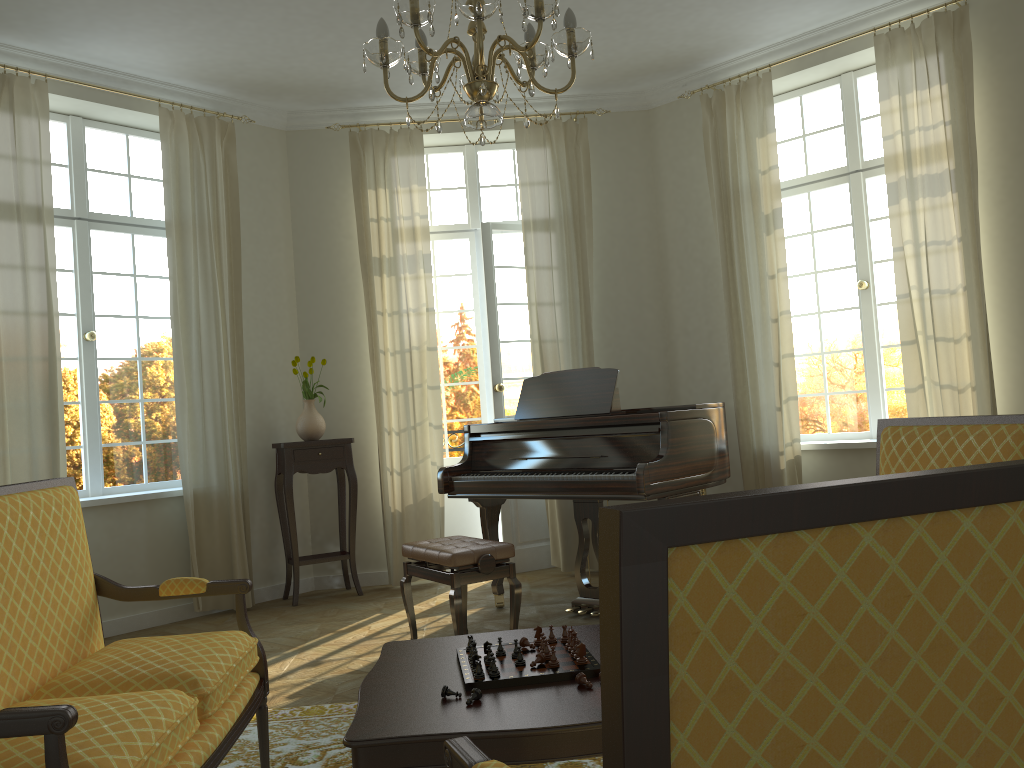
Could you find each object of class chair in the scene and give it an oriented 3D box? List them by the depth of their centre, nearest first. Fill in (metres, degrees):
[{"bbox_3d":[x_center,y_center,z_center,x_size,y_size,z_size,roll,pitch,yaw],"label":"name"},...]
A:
[{"bbox_3d":[0.330,0.658,1.223,0.730,1.083,0.671,-3,-2,-20],"label":"chair"},{"bbox_3d":[-1.115,0.803,2.310,0.680,1.083,1.389,-4,-2,-3],"label":"chair"},{"bbox_3d":[1.103,0.655,2.582,0.671,1.083,0.730,-3,-2,-18],"label":"chair"},{"bbox_3d":[-0.269,1.094,4.549,0.385,0.563,0.638,-3,-3,-32],"label":"chair"}]

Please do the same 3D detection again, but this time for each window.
[{"bbox_3d":[-2.819,-0.523,5.868,0.181,2.550,1.400,-6,-3,43],"label":"window"},{"bbox_3d":[2.404,-0.887,6.080,1.400,2.550,0.181,-6,-3,43],"label":"window"},{"bbox_3d":[-0.315,-1.581,7.130,1.380,0.680,0.055,-4,-2,-2],"label":"window"}]

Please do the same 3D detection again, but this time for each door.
[{"bbox_3d":[-0.186,0.111,6.881,1.385,2.690,0.425,-4,-2,-2],"label":"door"}]

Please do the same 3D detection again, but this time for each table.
[{"bbox_3d":[0.066,1.023,2.408,0.922,0.494,0.932,-4,-2,-1],"label":"table"},{"bbox_3d":[-1.389,0.962,6.340,0.522,1.114,0.344,-3,-2,-27],"label":"table"}]

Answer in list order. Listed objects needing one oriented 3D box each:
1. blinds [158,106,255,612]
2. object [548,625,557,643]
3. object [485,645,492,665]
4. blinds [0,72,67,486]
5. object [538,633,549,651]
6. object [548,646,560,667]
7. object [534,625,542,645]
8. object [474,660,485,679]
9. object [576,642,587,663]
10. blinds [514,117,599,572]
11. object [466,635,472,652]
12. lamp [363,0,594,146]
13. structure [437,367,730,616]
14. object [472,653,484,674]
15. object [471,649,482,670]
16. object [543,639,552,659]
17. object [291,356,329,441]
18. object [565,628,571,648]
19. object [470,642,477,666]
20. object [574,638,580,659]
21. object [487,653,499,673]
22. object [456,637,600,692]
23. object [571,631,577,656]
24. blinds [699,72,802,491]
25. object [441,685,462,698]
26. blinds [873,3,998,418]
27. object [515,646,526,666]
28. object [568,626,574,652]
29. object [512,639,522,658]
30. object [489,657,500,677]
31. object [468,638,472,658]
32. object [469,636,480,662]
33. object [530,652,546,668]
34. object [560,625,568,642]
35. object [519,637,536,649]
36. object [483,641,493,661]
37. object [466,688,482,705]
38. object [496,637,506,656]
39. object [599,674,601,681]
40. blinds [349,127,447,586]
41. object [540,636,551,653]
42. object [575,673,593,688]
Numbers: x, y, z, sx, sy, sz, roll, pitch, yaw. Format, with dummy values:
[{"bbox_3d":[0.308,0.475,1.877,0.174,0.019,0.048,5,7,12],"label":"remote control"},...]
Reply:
[{"bbox_3d":[-2.047,-0.157,6.013,0.552,3.381,0.159,-2,-3,-44],"label":"blinds"},{"bbox_3d":[0.116,0.734,2.609,0.030,0.050,0.030,-2,-3,-45],"label":"object"},{"bbox_3d":[-0.062,0.740,2.425,0.030,0.050,0.030,-2,-3,-45],"label":"object"},{"bbox_3d":[-2.854,-0.138,5.066,0.554,3.385,0.162,-2,-3,-42],"label":"blinds"},{"bbox_3d":[0.089,0.733,2.523,0.030,0.050,0.030,-2,-3,-45],"label":"object"},{"bbox_3d":[0.111,0.725,2.367,0.030,0.050,0.030,-2,-3,-45],"label":"object"},{"bbox_3d":[0.076,0.736,2.604,0.030,0.052,0.030,-2,-3,-45],"label":"object"},{"bbox_3d":[-0.086,0.740,2.301,0.030,0.044,0.030,-2,-3,-45],"label":"object"},{"bbox_3d":[0.186,0.719,2.377,0.030,0.052,0.030,-2,-3,-45],"label":"object"},{"bbox_3d":[0.414,-0.312,6.594,0.554,3.386,0.162,-4,-2,-8],"label":"blinds"},{"bbox_3d":[-0.121,0.753,2.579,0.030,0.044,0.030,-2,-3,-45],"label":"object"},{"bbox_3d":[-0.144,-1.572,2.917,0.661,1.466,0.662,-3,-3,-33],"label":"lamp"},{"bbox_3d":[0.733,0.620,5.525,1.514,1.439,1.856,-6,-3,43],"label":"structure"},{"bbox_3d":[-0.091,0.737,2.341,0.030,0.052,0.030,-2,-3,-45],"label":"object"},{"bbox_3d":[-0.096,0.738,2.381,0.030,0.055,0.030,-2,-3,-45],"label":"object"},{"bbox_3d":[0.095,0.730,2.448,0.030,0.050,0.030,-2,-3,-45],"label":"object"},{"bbox_3d":[-1.452,0.104,6.370,0.242,0.609,0.264,-5,-2,22],"label":"object"},{"bbox_3d":[0.166,0.725,2.535,0.030,0.055,0.030,-2,-3,-45],"label":"object"},{"bbox_3d":[-0.102,0.735,2.420,0.030,0.064,0.030,-2,-3,-45],"label":"object"},{"bbox_3d":[0.181,0.720,2.416,0.030,0.055,0.030,-2,-3,-45],"label":"object"},{"bbox_3d":[-0.052,0.736,2.346,0.030,0.050,0.030,-2,-3,-45],"label":"object"},{"bbox_3d":[0.037,0.768,2.456,0.360,0.021,0.360,-4,-2,-7],"label":"object"},{"bbox_3d":[0.175,0.717,2.456,0.030,0.064,0.030,-2,-3,-45],"label":"object"},{"bbox_3d":[1.657,-0.420,6.119,0.162,3.384,0.554,-2,-3,-42],"label":"blinds"},{"bbox_3d":[-0.151,0.768,2.217,0.052,0.030,0.030,-4,-2,8],"label":"object"},{"bbox_3d":[2.600,-0.516,5.313,0.159,3.381,0.552,-2,-3,-44],"label":"blinds"},{"bbox_3d":[0.021,0.733,2.396,0.030,0.050,0.030,-2,-3,-45],"label":"object"},{"bbox_3d":[0.170,0.716,2.496,0.030,0.069,0.030,-2,-3,-45],"label":"object"},{"bbox_3d":[0.012,0.736,2.473,0.030,0.050,0.030,-2,-3,-45],"label":"object"},{"bbox_3d":[-0.047,0.734,2.306,0.030,0.050,0.030,-2,-3,-45],"label":"object"},{"bbox_3d":[-0.111,0.744,2.500,0.030,0.055,0.030,-2,-3,-45],"label":"object"},{"bbox_3d":[-0.107,0.735,2.460,0.030,0.069,0.030,-2,-3,-45],"label":"object"},{"bbox_3d":[0.065,0.738,2.374,0.030,0.030,0.052,-6,-3,44],"label":"object"},{"bbox_3d":[0.156,0.734,2.614,0.030,0.044,0.030,-2,-3,-45],"label":"object"},{"bbox_3d":[0.045,0.746,2.554,0.030,0.030,0.052,-2,-3,-41],"label":"object"},{"bbox_3d":[-0.066,0.740,2.465,0.030,0.052,0.030,-5,-2,15],"label":"object"},{"bbox_3d":[-0.095,0.762,2.163,0.030,0.030,0.052,-5,-2,25],"label":"object"},{"bbox_3d":[-0.033,0.741,2.508,0.030,0.050,0.030,-2,-3,-45],"label":"object"},{"bbox_3d":[0.245,0.741,2.248,0.047,0.030,0.030,-6,-3,35],"label":"object"},{"bbox_3d":[-0.827,-0.219,6.594,0.552,3.386,0.159,-4,-2,-5],"label":"blinds"},{"bbox_3d":[0.092,0.731,2.485,0.030,0.050,0.030,-2,-3,-45],"label":"object"},{"bbox_3d":[0.185,0.744,2.229,0.030,0.030,0.052,-3,-3,-36],"label":"object"}]
